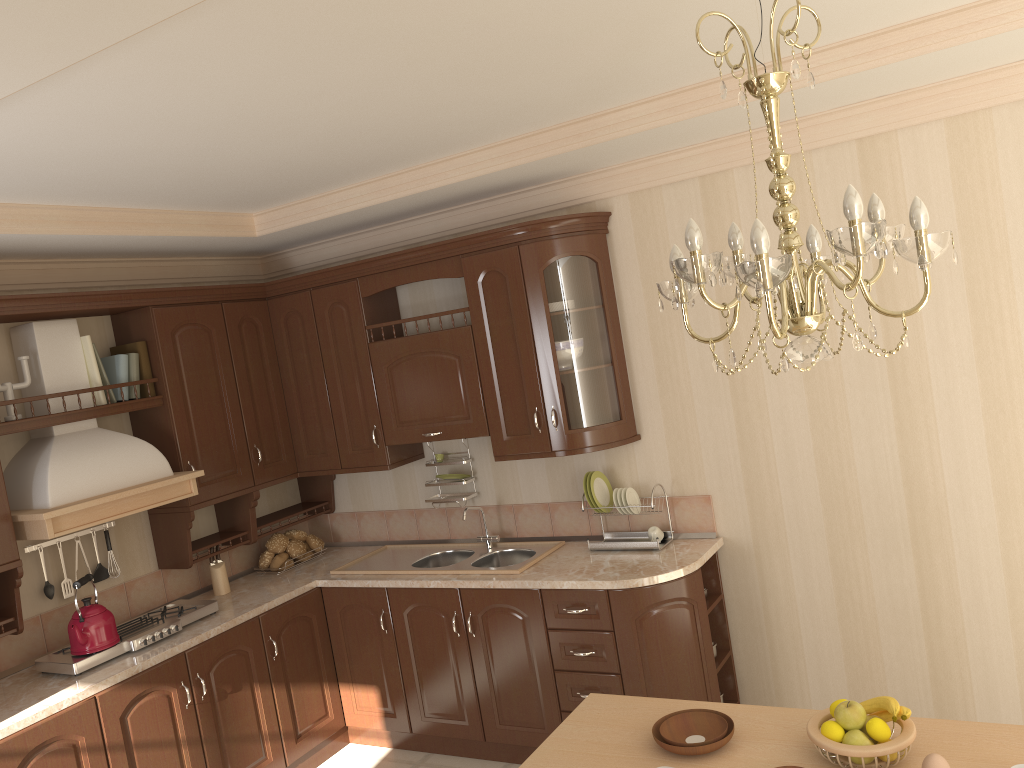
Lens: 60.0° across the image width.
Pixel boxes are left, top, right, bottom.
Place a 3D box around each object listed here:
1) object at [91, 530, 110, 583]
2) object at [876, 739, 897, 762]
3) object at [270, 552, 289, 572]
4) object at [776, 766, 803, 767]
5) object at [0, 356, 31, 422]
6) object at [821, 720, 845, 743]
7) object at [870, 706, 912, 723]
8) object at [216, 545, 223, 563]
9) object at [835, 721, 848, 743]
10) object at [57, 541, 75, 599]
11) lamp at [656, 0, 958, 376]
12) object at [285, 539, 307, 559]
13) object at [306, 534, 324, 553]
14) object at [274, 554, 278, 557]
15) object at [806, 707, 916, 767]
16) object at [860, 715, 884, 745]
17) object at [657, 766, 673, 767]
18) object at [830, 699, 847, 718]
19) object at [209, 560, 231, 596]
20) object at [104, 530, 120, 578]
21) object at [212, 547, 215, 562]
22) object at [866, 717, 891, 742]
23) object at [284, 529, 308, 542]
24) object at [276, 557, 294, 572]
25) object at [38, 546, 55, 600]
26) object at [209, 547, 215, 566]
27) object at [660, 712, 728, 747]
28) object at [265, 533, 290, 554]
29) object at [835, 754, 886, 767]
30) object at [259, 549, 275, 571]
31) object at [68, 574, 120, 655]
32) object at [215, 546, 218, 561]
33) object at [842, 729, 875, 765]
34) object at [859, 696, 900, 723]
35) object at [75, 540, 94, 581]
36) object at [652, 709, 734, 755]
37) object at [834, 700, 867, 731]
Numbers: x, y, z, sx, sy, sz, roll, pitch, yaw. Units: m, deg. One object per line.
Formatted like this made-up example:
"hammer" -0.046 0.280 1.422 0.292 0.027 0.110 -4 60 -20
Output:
"object" -1.840 0.761 3.924 0.028 0.236 0.088 -7 4 30
"object" 0.837 0.817 1.979 0.055 0.046 0.046 -11 4 -26
"object" -1.201 0.920 4.576 0.104 0.092 0.114 -10 4 -13
"object" 0.607 0.878 1.935 0.127 0.026 0.126 -10 3 -4
"object" -2.008 0.024 3.516 0.174 0.248 0.163 -10 3 -7
"object" 0.731 0.793 2.019 0.045 0.047 0.055 -11 4 -27
"object" 0.860 0.772 2.037 0.064 0.094 0.176 -11 4 -23
"object" -1.430 0.887 4.348 0.027 0.198 0.053 -8 4 14
"object" 0.761 0.815 2.052 0.070 0.069 0.068 -7 4 39
"object" -1.908 0.790 3.778 0.003 0.245 0.051 -7 4 31
"lamp" 0.506 -0.521 1.727 0.502 0.982 0.501 -9 3 0
"object" -1.136 0.865 4.654 0.110 0.102 0.115 -11 4 -31
"object" -1.062 0.858 4.779 0.097 0.106 0.117 -10 4 -14
"object" -1.230 0.870 4.694 0.110 0.092 0.113 -10 3 -7
"object" 0.802 0.816 2.032 0.235 0.068 0.235 -10 4 -12
"object" 0.826 0.800 2.037 0.076 0.065 0.077 -9 3 7
"object" 0.365 0.899 1.970 0.063 0.055 0.119 -11 4 -30
"object" 0.772 0.763 2.078 0.054 0.046 0.047 -10 4 -18
"object" -1.434 0.946 4.342 0.078 0.148 0.151 -11 4 -22
"object" -1.797 0.763 3.970 0.049 0.219 0.049 -9 3 8
"object" -1.463 0.887 4.353 0.027 0.191 0.052 -10 4 -14
"object" 0.818 0.772 1.980 0.051 0.053 0.045 -8 4 19
"object" -1.164 0.815 4.743 0.125 0.078 0.112 -8 4 25
"object" -1.196 0.935 4.623 0.119 0.058 0.114 -10 3 -4
"object" -1.949 0.789 3.705 0.015 0.231 0.048 -7 4 32
"object" -1.456 0.898 4.325 0.027 0.198 0.053 -8 4 14
"object" 0.456 0.874 2.217 0.168 0.034 0.168 -6 5 41
"object" -1.219 0.829 4.614 0.100 0.105 0.118 -8 4 25
"object" 0.807 0.847 2.034 0.128 0.011 0.128 -10 4 -18
"object" -1.270 0.911 4.600 0.092 0.109 0.123 -9 3 -2
"object" -1.667 0.905 3.505 0.181 0.282 0.227 -12 4 -36
"object" -1.449 0.878 4.381 0.022 0.159 0.050 -9 3 0
"object" 0.776 0.811 1.983 0.072 0.076 0.074 -9 3 6
"object" 0.838 0.756 2.042 0.066 0.085 0.184 -11 4 -22
"object" -1.871 0.773 3.843 0.005 0.195 0.089 -7 4 31
"object" 0.455 0.878 2.217 0.204 0.042 0.204 -11 4 -20
"object" 0.772 0.759 2.024 0.068 0.061 0.069 -13 5 -43
